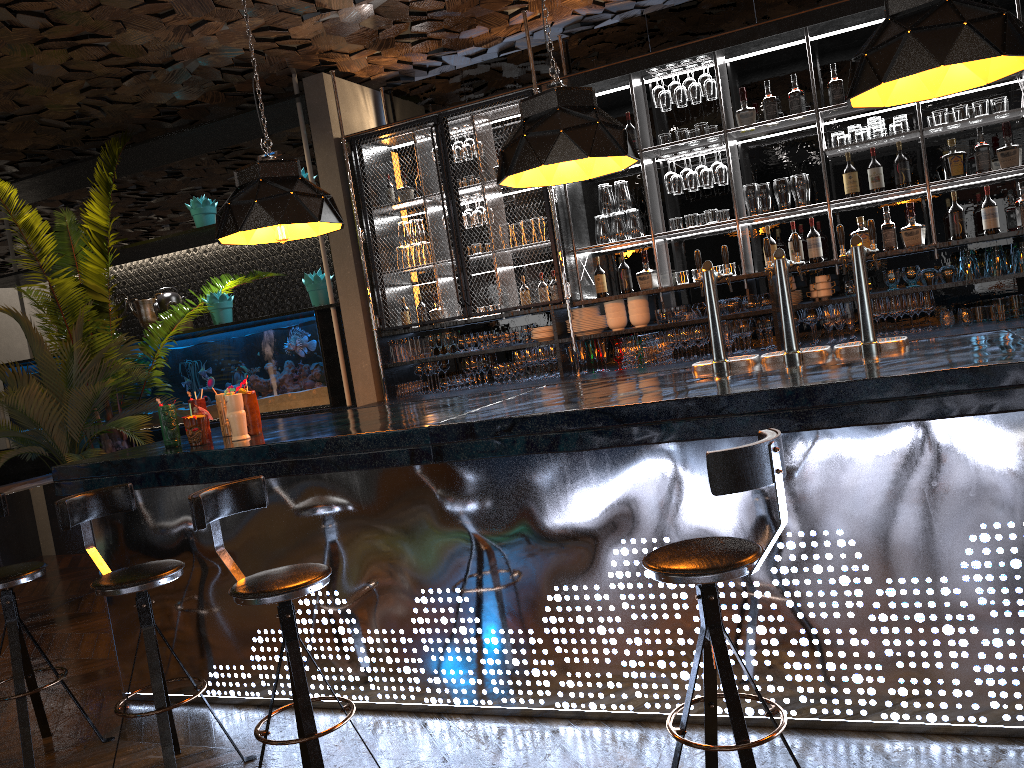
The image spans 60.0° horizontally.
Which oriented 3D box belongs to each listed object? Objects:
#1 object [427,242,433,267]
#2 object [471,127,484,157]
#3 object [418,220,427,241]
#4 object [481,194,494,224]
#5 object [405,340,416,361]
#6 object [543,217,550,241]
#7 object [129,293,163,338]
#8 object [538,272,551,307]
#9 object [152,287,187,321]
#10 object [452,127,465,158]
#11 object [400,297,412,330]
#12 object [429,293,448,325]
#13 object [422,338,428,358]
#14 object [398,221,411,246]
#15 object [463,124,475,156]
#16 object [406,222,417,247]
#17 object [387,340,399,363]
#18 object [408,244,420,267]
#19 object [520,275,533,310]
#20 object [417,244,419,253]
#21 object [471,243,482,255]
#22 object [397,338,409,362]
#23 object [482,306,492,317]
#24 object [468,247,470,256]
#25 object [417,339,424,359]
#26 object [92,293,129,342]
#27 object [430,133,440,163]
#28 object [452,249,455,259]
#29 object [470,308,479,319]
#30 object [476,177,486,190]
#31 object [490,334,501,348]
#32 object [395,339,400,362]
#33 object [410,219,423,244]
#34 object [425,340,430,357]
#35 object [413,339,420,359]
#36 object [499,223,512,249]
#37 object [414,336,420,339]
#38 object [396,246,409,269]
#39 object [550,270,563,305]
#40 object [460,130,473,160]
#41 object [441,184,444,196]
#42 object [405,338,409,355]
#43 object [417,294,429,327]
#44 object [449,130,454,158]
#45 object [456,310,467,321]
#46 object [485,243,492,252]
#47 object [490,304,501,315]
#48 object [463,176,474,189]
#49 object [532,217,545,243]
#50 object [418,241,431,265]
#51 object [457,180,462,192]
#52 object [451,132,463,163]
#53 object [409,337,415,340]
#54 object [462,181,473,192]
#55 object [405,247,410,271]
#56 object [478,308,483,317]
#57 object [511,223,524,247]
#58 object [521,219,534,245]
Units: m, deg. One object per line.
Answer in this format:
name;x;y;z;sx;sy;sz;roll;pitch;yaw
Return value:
object;-0.648;-1.014;6.927;0.092;0.182;0.092;-8;4;19
object;-0.259;-1.808;6.637;0.081;0.213;0.081;-7;4;30
object;-0.717;-1.188;6.933;0.092;0.182;0.092;-8;4;19
object;-0.182;-1.314;6.670;0.081;0.213;0.081;-7;4;30
object;-0.772;-0.257;6.755;0.051;0.152;0.058;-7;4;29
object;0.243;-1.123;6.489;0.092;0.182;0.092;-8;4;19
object;-3.322;-0.609;8.134;0.232;0.398;0.378;-12;5;-36
object;0.230;-0.693;6.535;0.075;0.260;0.075;-10;4;-17
object;-3.047;-0.715;7.901;0.290;0.292;0.278;-11;4;-29
object;-0.397;-1.780;6.543;0.081;0.213;0.081;-7;4;30
object;-0.842;-0.556;6.991;0.075;0.261;0.075;-10;4;-17
object;-0.571;-0.580;6.852;0.108;0.244;0.108;-6;5;38
object;-0.692;-0.280;6.914;0.058;0.152;0.051;-12;5;-40
object;-0.840;-1.166;6.893;0.092;0.182;0.092;-8;4;19
object;-0.315;-1.790;6.506;0.081;0.213;0.081;-7;4;30
object;-0.806;-1.178;6.984;0.092;0.182;0.092;-8;4;19
object;-0.918;-0.250;6.826;0.067;0.174;0.067;-6;4;32
object;-0.763;-0.993;6.884;0.092;0.182;0.092;-8;4;19
object;0.097;-0.674;6.571;0.075;0.261;0.075;-10;4;-17
object;-0.731;-1.004;6.974;0.092;0.182;0.092;-8;4;19
object;-0.260;-0.999;6.578;0.077;0.080;0.077;-7;4;20
object;-0.841;-0.261;6.805;0.067;0.174;0.067;-11;4;-27
object;-0.184;-0.549;6.725;0.077;0.080;0.077;-10;4;-10
object;-0.352;-0.991;6.678;0.077;0.080;0.077;-9;4;2
object;-0.717;-0.272;6.861;0.058;0.152;0.051;-10;4;-15
object;-3.763;-0.587;8.325;0.250;0.472;0.458;-12;5;-39
object;-0.563;-1.759;6.617;0.081;0.213;0.081;-7;4;30
object;-0.428;-0.985;6.753;0.077;0.080;0.077;-6;5;36
object;-0.288;-0.530;6.678;0.077;0.080;0.077;-8;4;10
object;-0.230;-1.515;6.699;0.077;0.080;0.077;-11;4;-30
object;-0.122;-0.311;6.461;0.078;0.103;0.078;-10;4;-23
object;-0.886;-0.260;6.894;0.067;0.174;0.067;-11;4;-26
object;-0.744;-1.179;6.859;0.092;0.182;0.092;-8;4;19
object;-0.682;-0.285;6.974;0.058;0.152;0.051;-12;5;-42
object;-0.745;-0.264;6.807;0.058;0.152;0.051;-7;4;28
object;-0.042;-1.080;6.511;0.092;0.182;0.092;-8;4;19
object;-0.751;-0.290;7.040;0.067;0.174;0.067;-11;4;-26
object;-0.857;-0.981;6.926;0.092;0.182;0.092;-8;4;19
object;0.316;-0.702;6.474;0.075;0.260;0.075;-10;4;-17
object;-0.341;-1.797;6.674;0.081;0.213;0.081;-7;4;30
object;-0.502;-1.474;6.715;0.077;0.080;0.077;-8;4;15
object;-0.818;-0.269;6.877;0.067;0.174;0.067;-12;5;-41
object;-0.701;-0.573;6.898;0.075;0.260;0.075;-11;4;-32
object;-0.476;-1.770;6.578;0.081;0.213;0.081;-7;4;30
object;-0.378;-0.520;6.731;0.077;0.080;0.077;-11;4;-27
object;-0.161;-1.023;6.706;0.077;0.080;0.077;-7;4;20
object;-0.122;-0.553;6.637;0.077;0.080;0.077;-8;4;12
object;-0.318;-1.493;6.563;0.077;0.080;0.077;-11;4;-30
object;0.196;-1.110;6.407;0.092;0.182;0.092;-8;4;19
object;-0.676;-1.003;6.834;0.092;0.182;0.092;-8;4;19
object;-0.414;-1.484;6.654;0.077;0.080;0.077;-11;4;-30
object;-0.419;-1.788;6.709;0.081;0.213;0.081;-7;4;30
object;-0.785;-0.280;6.961;0.067;0.174;0.067;-10;4;-15
object;-0.333;-1.502;6.734;0.077;0.080;0.077;-10;4;-10
object;-0.826;-0.992;7.023;0.092;0.182;0.092;-8;4;19
object;-0.258;-0.545;6.839;0.077;0.080;0.077;-11;4;-27
object;0.048;-1.099;6.580;0.092;0.182;0.092;-8;4;19
object;0.119;-1.102;6.465;0.092;0.182;0.092;-8;4;19
